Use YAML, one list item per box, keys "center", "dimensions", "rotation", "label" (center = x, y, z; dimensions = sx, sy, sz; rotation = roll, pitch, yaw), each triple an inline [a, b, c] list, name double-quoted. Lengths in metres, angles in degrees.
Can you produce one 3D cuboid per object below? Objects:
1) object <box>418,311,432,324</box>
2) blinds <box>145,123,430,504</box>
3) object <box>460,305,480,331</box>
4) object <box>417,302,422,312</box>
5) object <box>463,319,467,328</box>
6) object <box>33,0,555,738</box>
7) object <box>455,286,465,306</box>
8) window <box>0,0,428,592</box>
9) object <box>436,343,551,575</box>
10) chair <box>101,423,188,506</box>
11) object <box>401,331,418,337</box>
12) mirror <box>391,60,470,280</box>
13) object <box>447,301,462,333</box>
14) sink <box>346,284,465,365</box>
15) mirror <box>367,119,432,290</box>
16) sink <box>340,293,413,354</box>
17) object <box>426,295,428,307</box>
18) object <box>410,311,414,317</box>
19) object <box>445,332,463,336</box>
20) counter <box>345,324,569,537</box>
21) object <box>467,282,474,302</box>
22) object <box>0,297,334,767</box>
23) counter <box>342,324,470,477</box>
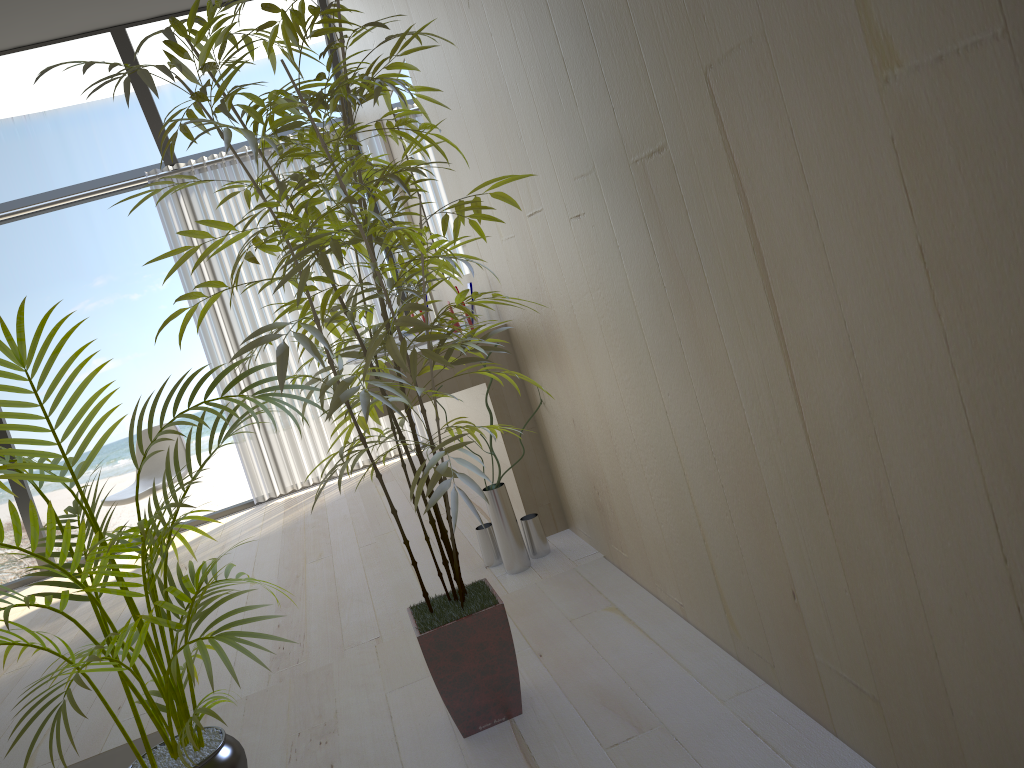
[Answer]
- center: [-0.428, -0.317, 4.418]
  dimensions: [0.059, 0.100, 0.058]
  rotation: [-17, 5, -5]
  label: "object"
- center: [-1.300, -0.444, 5.397]
  dimensions: [1.187, 2.061, 0.084]
  rotation: [-18, 4, -13]
  label: "blinds"
- center: [-0.151, -0.238, 3.244]
  dimensions: [0.058, 0.100, 0.059]
  rotation: [-17, 5, -2]
  label: "object"
- center: [-0.452, -0.350, 4.388]
  dimensions: [0.012, 0.177, 0.050]
  rotation: [-15, 5, 27]
  label: "object"
- center: [-0.180, -0.273, 3.424]
  dimensions: [0.038, 0.134, 0.039]
  rotation: [-14, 5, 29]
  label: "object"
- center: [-0.248, -0.086, 1.981]
  dimensions: [0.784, 1.749, 0.943]
  rotation: [-16, 5, 13]
  label: "object"
- center: [-0.175, -0.271, 3.214]
  dimensions: [0.012, 0.177, 0.050]
  rotation: [-15, 5, 27]
  label: "object"
- center: [-2.859, -0.251, 4.832]
  dimensions: [4.578, 2.801, 0.745]
  rotation: [-18, 5, -12]
  label: "window"
- center: [-0.001, 0.230, 3.002]
  dimensions: [0.410, 0.746, 0.273]
  rotation: [-19, 5, -24]
  label: "object"
- center: [-2.019, 0.440, 4.873]
  dimensions: [0.367, 0.346, 0.458]
  rotation: [-15, 7, 16]
  label: "chair"
- center: [-0.509, -0.259, 4.421]
  dimensions: [0.104, 0.029, 0.033]
  rotation: [-13, 7, 28]
  label: "object"
- center: [-0.349, -0.870, 3.758]
  dimensions: [0.023, 0.864, 0.654]
  rotation: [-18, 6, -12]
  label: "mirror"
- center: [-0.220, -0.246, 3.319]
  dimensions: [0.038, 0.134, 0.039]
  rotation: [-14, 5, 29]
  label: "object"
- center: [-0.439, -0.174, 3.619]
  dimensions: [0.505, 0.417, 0.575]
  rotation: [-18, 7, -9]
  label: "sink"
- center: [-0.613, -0.929, 4.761]
  dimensions: [0.023, 0.864, 0.654]
  rotation: [-18, 6, -12]
  label: "mirror"
- center: [-0.716, -0.252, 4.793]
  dimensions: [0.505, 0.417, 0.575]
  rotation: [-18, 7, -9]
  label: "sink"
- center: [-0.425, -0.360, 4.411]
  dimensions: [0.053, 0.174, 0.012]
  rotation: [-16, 4, 13]
  label: "object"
- center: [-0.498, -0.324, 4.493]
  dimensions: [0.039, 0.134, 0.039]
  rotation: [-14, 6, 36]
  label: "object"
- center: [-0.232, -0.181, 3.247]
  dimensions: [0.104, 0.029, 0.033]
  rotation: [-13, 7, 28]
  label: "object"
- center: [-0.282, 0.203, 3.693]
  dimensions: [0.552, 0.787, 1.207]
  rotation: [-18, 7, -12]
  label: "counter"
- center: [-0.148, -0.281, 3.237]
  dimensions: [0.053, 0.174, 0.012]
  rotation: [-16, 4, 13]
  label: "object"
- center: [-0.850, 0.423, 1.799]
  dimensions: [0.911, 1.152, 0.758]
  rotation: [-15, 6, 21]
  label: "object"
- center: [-0.560, 0.125, 4.867]
  dimensions: [0.552, 0.787, 1.207]
  rotation: [-18, 7, -12]
  label: "counter"
